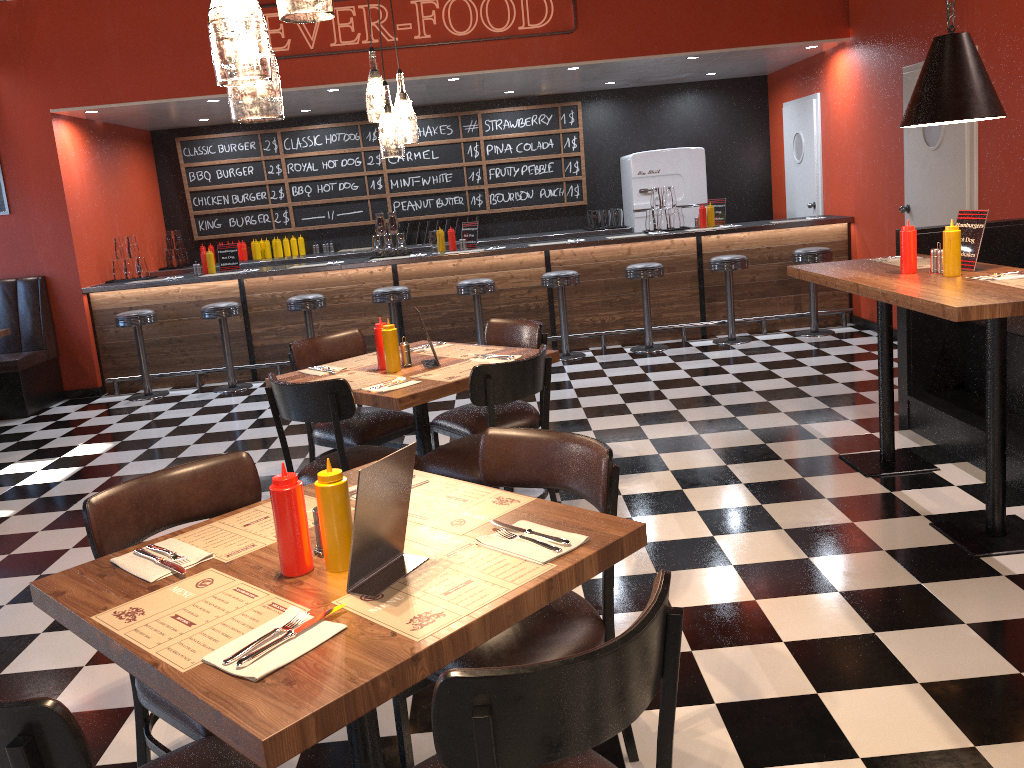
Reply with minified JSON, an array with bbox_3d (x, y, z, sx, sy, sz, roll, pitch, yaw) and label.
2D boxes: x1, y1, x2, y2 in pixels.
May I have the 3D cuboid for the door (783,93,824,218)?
[{"bbox_3d":[3.048,-1.881,9.313,0.161,2.163,1.034,-5,10,-1],"label":"door"}]

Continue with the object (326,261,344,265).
[{"bbox_3d":[-1.646,-1.135,8.254,0.157,0.019,0.257,-6,12,-5],"label":"object"}]

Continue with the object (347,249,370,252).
[{"bbox_3d":[-1.793,-1.537,10.174,0.365,0.001,0.263,-6,12,-1],"label":"object"}]

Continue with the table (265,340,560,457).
[{"bbox_3d":[-0.422,0.288,4.137,0.958,0.768,0.966,6,16,43],"label":"table"}]

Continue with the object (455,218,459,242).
[{"bbox_3d":[-0.638,-1.771,10.180,0.072,0.255,0.190,-5,11,4],"label":"object"}]

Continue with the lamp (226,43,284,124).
[{"bbox_3d":[-0.610,-1.498,1.652,0.108,1.951,0.109,-3,10,11],"label":"lamp"}]

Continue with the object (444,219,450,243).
[{"bbox_3d":[-0.749,-1.760,10.179,0.072,0.255,0.190,-4,11,9],"label":"object"}]

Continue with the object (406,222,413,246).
[{"bbox_3d":[-1.195,-1.718,10.170,0.073,0.258,0.194,-5,11,2],"label":"object"}]

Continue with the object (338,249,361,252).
[{"bbox_3d":[-1.794,-1.546,10.173,0.365,0.001,0.263,-5,12,0],"label":"object"}]

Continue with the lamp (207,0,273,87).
[{"bbox_3d":[-0.598,-1.530,1.522,0.108,1.951,0.109,3,13,41],"label":"lamp"}]

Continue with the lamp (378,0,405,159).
[{"bbox_3d":[-0.609,-1.949,3.714,0.109,1.951,0.108,-15,14,-43],"label":"lamp"}]

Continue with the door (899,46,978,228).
[{"bbox_3d":[3.130,-1.282,6.545,0.161,2.163,1.034,-5,10,-1],"label":"door"}]

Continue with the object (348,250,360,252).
[{"bbox_3d":[-1.793,-1.536,10.174,0.365,0.001,0.263,-5,12,2],"label":"object"}]

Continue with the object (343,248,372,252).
[{"bbox_3d":[-1.793,-1.541,10.173,0.365,0.001,0.263,-6,12,-3],"label":"object"}]

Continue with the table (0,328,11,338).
[{"bbox_3d":[-4.933,0.101,6.884,1.692,0.768,0.964,-5,11,-1],"label":"table"}]

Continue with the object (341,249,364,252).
[{"bbox_3d":[-1.794,-1.543,10.173,0.365,0.001,0.263,-5,12,2],"label":"object"}]

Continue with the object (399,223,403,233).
[{"bbox_3d":[-1.287,-1.710,10.175,0.070,0.256,0.190,-4,11,7],"label":"object"}]

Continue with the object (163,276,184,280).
[{"bbox_3d":[-3.133,-0.986,8.197,0.157,0.019,0.257,-6,12,-5],"label":"object"}]

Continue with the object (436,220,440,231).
[{"bbox_3d":[-0.862,-1.750,10.176,0.070,0.256,0.190,-5,11,3],"label":"object"}]

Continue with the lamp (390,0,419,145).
[{"bbox_3d":[-0.559,-2.035,3.811,0.108,1.951,0.109,-8,10,-13],"label":"lamp"}]

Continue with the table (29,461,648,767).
[{"bbox_3d":[-0.344,0.747,2.007,0.962,0.768,0.962,6,16,43],"label":"table"}]

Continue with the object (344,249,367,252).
[{"bbox_3d":[-1.793,-1.540,10.174,0.365,0.001,0.263,-5,12,3],"label":"object"}]

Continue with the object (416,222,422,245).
[{"bbox_3d":[-1.084,-1.729,10.173,0.072,0.255,0.189,-6,11,-5],"label":"object"}]

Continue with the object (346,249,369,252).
[{"bbox_3d":[-1.793,-1.538,10.174,0.365,0.001,0.263,-5,12,2],"label":"object"}]

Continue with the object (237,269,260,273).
[{"bbox_3d":[-2.443,-1.054,8.221,0.157,0.019,0.257,-4,12,5],"label":"object"}]

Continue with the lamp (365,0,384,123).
[{"bbox_3d":[-0.688,-2.145,3.847,0.108,1.951,0.109,-7,10,-9],"label":"lamp"}]

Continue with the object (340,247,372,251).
[{"bbox_3d":[-1.794,-1.548,10.172,0.365,0.001,0.263,-5,12,1],"label":"object"}]

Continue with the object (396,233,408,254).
[{"bbox_3d":[-1.053,-1.331,8.451,0.105,0.207,0.106,5,14,43],"label":"object"}]

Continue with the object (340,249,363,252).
[{"bbox_3d":[-1.794,-1.544,10.173,0.365,0.001,0.263,-5,12,-1],"label":"object"}]

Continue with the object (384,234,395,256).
[{"bbox_3d":[-1.176,-1.321,8.456,0.105,0.207,0.106,5,14,43],"label":"object"}]

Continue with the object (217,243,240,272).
[{"bbox_3d":[-2.714,-1.210,8.488,0.188,0.255,0.073,-7,10,-11],"label":"object"}]

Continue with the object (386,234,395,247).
[{"bbox_3d":[-1.186,-1.344,8.564,0.105,0.207,0.106,5,14,43],"label":"object"}]

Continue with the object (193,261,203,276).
[{"bbox_3d":[-2.959,-1.088,8.320,0.094,0.135,0.047,2,12,34],"label":"object"}]

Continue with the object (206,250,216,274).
[{"bbox_3d":[-2.843,-1.159,8.357,0.068,0.236,0.068,-5,10,1],"label":"object"}]

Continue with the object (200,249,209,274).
[{"bbox_3d":[-2.919,-1.168,8.427,0.068,0.236,0.068,-5,10,1],"label":"object"}]

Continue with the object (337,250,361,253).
[{"bbox_3d":[-1.793,-1.535,10.175,0.365,0.001,0.263,-4,12,5],"label":"object"}]

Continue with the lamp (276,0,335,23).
[{"bbox_3d":[-0.480,-1.656,1.525,0.109,1.951,0.109,-11,11,-28],"label":"lamp"}]

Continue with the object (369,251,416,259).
[{"bbox_3d":[-1.153,-1.241,8.532,0.437,0.018,0.275,-5,12,-1],"label":"object"}]

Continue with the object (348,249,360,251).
[{"bbox_3d":[-1.794,-1.547,10.172,0.365,0.001,0.263,-6,12,-1],"label":"object"}]

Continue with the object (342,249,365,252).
[{"bbox_3d":[-1.794,-1.542,10.173,0.365,0.001,0.263,-5,12,-1],"label":"object"}]

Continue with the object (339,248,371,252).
[{"bbox_3d":[-1.794,-1.545,10.173,0.365,0.001,0.263,-5,12,1],"label":"object"}]

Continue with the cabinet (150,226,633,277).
[{"bbox_3d":[-1.271,-1.050,10.077,5.284,0.992,0.680,-5,11,-1],"label":"cabinet"}]

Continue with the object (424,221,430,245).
[{"bbox_3d":[-0.972,-1.739,10.175,0.072,0.255,0.190,-5,11,4],"label":"object"}]

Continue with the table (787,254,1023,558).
[{"bbox_3d":[1.855,0.016,3.894,0.696,0.992,1.706,-5,12,-1],"label":"table"}]

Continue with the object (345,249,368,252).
[{"bbox_3d":[-1.793,-1.539,10.174,0.365,0.001,0.263,-5,12,1],"label":"object"}]

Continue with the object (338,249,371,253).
[{"bbox_3d":[-1.793,-1.534,10.175,0.365,0.001,0.263,-5,12,0],"label":"object"}]

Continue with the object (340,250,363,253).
[{"bbox_3d":[-1.793,-1.533,10.175,0.365,0.001,0.263,-5,12,1],"label":"object"}]

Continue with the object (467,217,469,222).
[{"bbox_3d":[-0.525,-1.781,10.181,0.074,0.256,0.191,-5,11,2],"label":"object"}]

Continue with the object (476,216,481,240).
[{"bbox_3d":[-0.415,-1.792,10.183,0.072,0.255,0.190,-5,11,4],"label":"object"}]

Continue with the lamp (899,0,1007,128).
[{"bbox_3d":[1.656,-2.034,3.347,0.382,2.029,0.384,3,13,40],"label":"lamp"}]
